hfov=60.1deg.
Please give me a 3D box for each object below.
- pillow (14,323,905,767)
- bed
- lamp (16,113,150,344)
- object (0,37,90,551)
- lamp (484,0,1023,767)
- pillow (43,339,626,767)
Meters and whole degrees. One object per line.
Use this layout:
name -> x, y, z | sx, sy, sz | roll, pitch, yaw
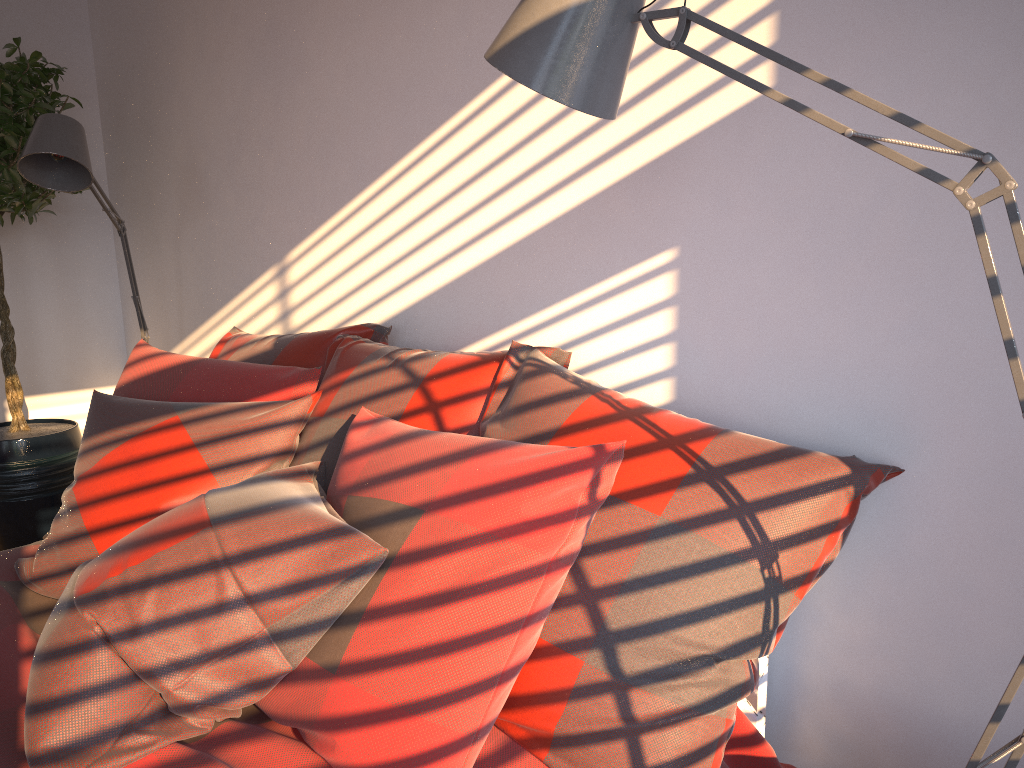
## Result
pillow -> -0.514, 0.293, 1.843 | 1.138, 0.742, 2.131 | -11, 14, -43
bed -> -0.965, 0.651, 1.509 | 2.301, 0.778, 2.025 | -10, 13, -42
lamp -> -1.340, -0.254, 2.900 | 0.279, 1.140, 0.780 | -1, 12, -2
object -> -1.980, -0.280, 3.350 | 0.797, 2.042, 0.807 | -11, 15, -38
lamp -> 0.325, 0.017, 1.117 | 0.785, 1.140, 0.277 | 8, 15, 38
pillow -> -0.544, 0.252, 1.917 | 0.525, 0.557, 1.804 | -11, 14, -41
